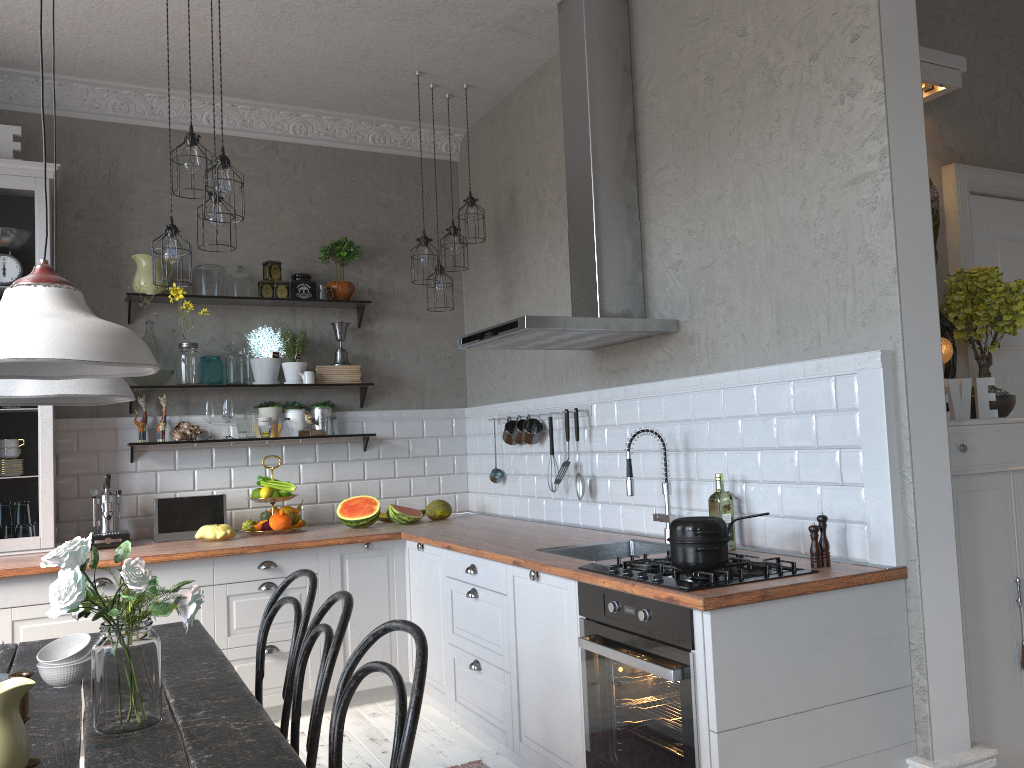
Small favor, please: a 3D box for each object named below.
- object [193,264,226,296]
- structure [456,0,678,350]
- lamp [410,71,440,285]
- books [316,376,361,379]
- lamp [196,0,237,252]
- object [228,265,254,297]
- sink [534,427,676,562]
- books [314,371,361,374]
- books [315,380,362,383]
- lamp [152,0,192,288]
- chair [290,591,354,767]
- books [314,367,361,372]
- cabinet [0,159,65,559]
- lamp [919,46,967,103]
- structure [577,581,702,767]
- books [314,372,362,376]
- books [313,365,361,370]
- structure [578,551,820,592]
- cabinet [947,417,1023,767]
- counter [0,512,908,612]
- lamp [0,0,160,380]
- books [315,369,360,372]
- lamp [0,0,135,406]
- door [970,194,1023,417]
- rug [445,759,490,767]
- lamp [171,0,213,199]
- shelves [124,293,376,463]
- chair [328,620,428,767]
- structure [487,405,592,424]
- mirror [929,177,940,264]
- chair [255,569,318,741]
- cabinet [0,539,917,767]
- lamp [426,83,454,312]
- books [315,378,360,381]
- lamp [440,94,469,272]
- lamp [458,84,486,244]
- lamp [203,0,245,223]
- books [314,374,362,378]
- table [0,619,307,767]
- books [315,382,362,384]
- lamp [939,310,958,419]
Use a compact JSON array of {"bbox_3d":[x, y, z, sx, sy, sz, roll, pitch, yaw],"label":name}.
[{"bbox_3d":[-1.680,-0.560,4.928,0.170,0.184,0.173,-3,-4,12],"label":"object"},{"bbox_3d":[0.187,-0.981,3.898,0.725,1.595,0.699,-1,-4,-27],"label":"structure"},{"bbox_3d":[-0.495,-1.403,4.757,0.146,1.734,0.147,-3,-4,5],"label":"lamp"},{"bbox_3d":[-1.033,-0.033,5.245,0.264,0.016,0.156,-1,-4,-18],"label":"books"},{"bbox_3d":[-1.279,-1.434,3.780,0.150,1.734,0.143,1,-5,-40],"label":"lamp"},{"bbox_3d":[-1.559,-0.572,5.096,0.138,0.220,0.142,-4,-4,23],"label":"object"},{"bbox_3d":[0.419,0.531,3.446,0.537,0.720,0.477,-1,-4,-27],"label":"sink"},{"bbox_3d":[-1.035,-0.066,5.247,0.265,0.011,0.155,-1,-4,-21],"label":"books"},{"bbox_3d":[-1.032,-0.012,5.243,0.265,0.011,0.155,-1,-4,-21],"label":"books"},{"bbox_3d":[-1.431,-1.273,3.692,0.144,1.734,0.149,-5,-4,30],"label":"lamp"},{"bbox_3d":[-0.659,1.009,2.192,0.557,0.920,0.432,-1,-4,-19],"label":"chair"},{"bbox_3d":[-1.035,-0.087,5.248,0.264,0.016,0.156,-1,-4,-18],"label":"books"},{"bbox_3d":[-2.656,-0.103,4.254,0.895,1.920,0.381,-1,-4,-27],"label":"cabinet"},{"bbox_3d":[1.475,-1.131,3.320,0.423,0.171,0.216,-1,-4,-27],"label":"lamp"},{"bbox_3d":[0.612,0.937,2.790,0.629,0.623,0.611,-1,-4,-27],"label":"structure"},{"bbox_3d":[-1.034,-0.055,5.246,0.265,0.011,0.155,-1,-4,-24],"label":"books"},{"bbox_3d":[-1.036,-0.098,5.249,0.265,0.011,0.155,-1,-4,-21],"label":"books"},{"bbox_3d":[0.571,0.575,2.805,0.505,0.031,0.595,-1,-4,-27],"label":"structure"},{"bbox_3d":[1.607,0.771,3.065,0.678,1.297,0.377,-1,-4,-27],"label":"cabinet"},{"bbox_3d":[-0.948,0.720,3.447,3.217,0.039,3.331,-1,-4,-27],"label":"counter"},{"bbox_3d":[-0.884,-0.944,1.658,0.376,1.858,0.382,-3,-4,11],"label":"lamp"},{"bbox_3d":[-1.035,-0.076,5.247,0.264,0.016,0.156,-2,-4,-15],"label":"books"},{"bbox_3d":[-1.265,-0.875,2.447,0.384,1.858,0.374,-1,-4,-19],"label":"lamp"},{"bbox_3d":[2.209,0.316,3.669,0.765,2.182,0.078,-1,-4,-28],"label":"door"},{"bbox_3d":[-0.169,1.483,2.885,0.749,0.014,1.266,-1,-4,-26],"label":"rug"},{"bbox_3d":[-1.318,-1.625,3.605,0.150,1.734,0.143,1,-5,-40],"label":"lamp"},{"bbox_3d":[-1.456,-0.017,5.018,1.340,0.923,0.224,-1,-4,-27],"label":"shelves"},{"bbox_3d":[-0.427,0.968,1.723,0.559,0.920,0.430,-1,-4,-29],"label":"chair"},{"bbox_3d":[0.117,0.169,4.720,0.096,0.053,1.066,-1,-4,-26],"label":"structure"},{"bbox_3d":[1.458,-0.646,3.360,0.542,0.593,0.070,-1,-4,-27],"label":"mirror"},{"bbox_3d":[-0.850,1.046,2.628,0.559,0.920,0.430,-1,-4,-29],"label":"chair"},{"bbox_3d":[-0.585,1.136,3.762,4.141,0.854,2.013,-4,-4,19],"label":"cabinet"},{"bbox_3d":[-0.430,-1.272,4.928,0.144,1.734,0.149,-5,-4,35],"label":"lamp"},{"bbox_3d":[-1.033,-0.022,5.244,0.264,0.016,0.156,-2,-4,-15],"label":"books"},{"bbox_3d":[-0.363,-1.517,5.101,0.145,1.734,0.148,-3,-4,15],"label":"lamp"},{"bbox_3d":[-0.259,-1.659,4.978,0.144,1.734,0.149,-5,-4,35],"label":"lamp"},{"bbox_3d":[-1.157,-1.508,3.501,0.145,1.734,0.149,-4,-4,20],"label":"lamp"},{"bbox_3d":[-1.034,-0.044,5.245,0.265,0.011,0.155,-1,-4,-21],"label":"books"},{"bbox_3d":[-1.067,1.108,1.991,0.921,0.735,1.886,-1,-4,-26],"label":"table"},{"bbox_3d":[-1.032,0.000,5.242,0.265,0.011,0.155,-1,-4,-24],"label":"books"},{"bbox_3d":[1.443,-0.028,3.156,0.456,0.558,0.169,-1,-4,-20],"label":"lamp"}]
